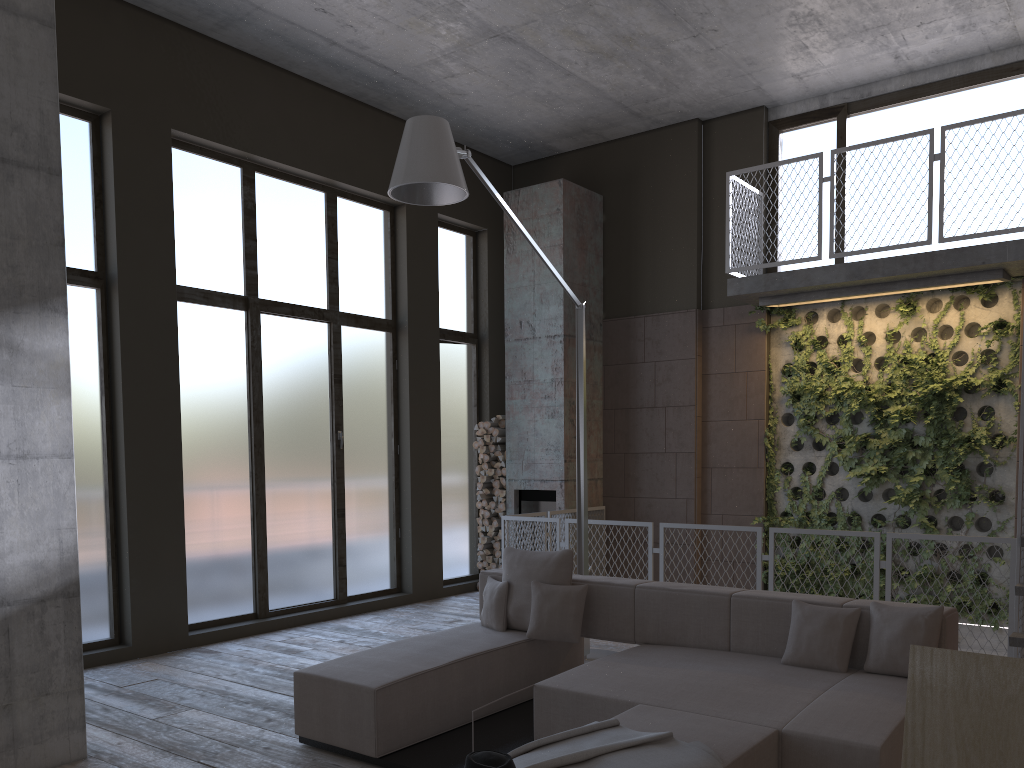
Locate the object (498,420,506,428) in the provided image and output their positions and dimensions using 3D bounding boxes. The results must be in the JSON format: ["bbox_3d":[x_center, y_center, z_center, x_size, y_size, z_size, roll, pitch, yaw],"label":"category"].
[{"bbox_3d":[-0.029,0.474,10.277,0.099,0.108,0.294,-1,-3,38],"label":"object"}]

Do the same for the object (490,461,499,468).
[{"bbox_3d":[-0.108,0.953,10.370,0.101,0.087,0.362,-1,-4,36],"label":"object"}]

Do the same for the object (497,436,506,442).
[{"bbox_3d":[-0.022,0.646,10.200,0.066,0.068,0.422,-1,-4,36],"label":"object"}]

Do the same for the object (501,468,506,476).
[{"bbox_3d":[0.045,1.018,10.235,0.091,0.092,0.437,-1,-4,36],"label":"object"}]

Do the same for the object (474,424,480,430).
[{"bbox_3d":[-0.290,0.513,10.378,0.067,0.069,0.423,-1,-4,36],"label":"object"}]

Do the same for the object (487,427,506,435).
[{"bbox_3d":[-0.136,0.551,10.239,0.104,0.084,0.362,-1,-4,36],"label":"object"}]

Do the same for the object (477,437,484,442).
[{"bbox_3d":[-0.263,0.656,10.388,0.066,0.087,0.425,0,-3,35],"label":"object"}]

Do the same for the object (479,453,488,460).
[{"bbox_3d":[-0.262,0.865,10.409,0.101,0.103,0.292,-1,-3,38],"label":"object"}]

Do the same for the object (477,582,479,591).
[{"bbox_3d":[-0.285,2.406,10.527,0.064,0.126,0.363,1,-2,36],"label":"object"}]

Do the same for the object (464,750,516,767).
[{"bbox_3d":[-0.078,1.297,2.885,0.302,0.169,0.298,-2,-3,25],"label":"object"}]

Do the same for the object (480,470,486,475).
[{"bbox_3d":[-0.224,1.052,10.424,0.067,0.067,0.422,-1,-4,36],"label":"object"}]

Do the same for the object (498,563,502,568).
[{"bbox_3d":[-0.017,2.125,10.363,0.067,0.071,0.423,-1,-4,36],"label":"object"}]

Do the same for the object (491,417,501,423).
[{"bbox_3d":[-0.114,0.435,10.268,0.065,0.073,0.359,0,-3,35],"label":"object"}]

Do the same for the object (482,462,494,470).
[{"bbox_3d":[-0.186,0.972,10.398,0.092,0.094,0.437,-1,-4,36],"label":"object"}]

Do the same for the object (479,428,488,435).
[{"bbox_3d":[-0.211,0.565,10.309,0.113,0.080,0.435,-2,-4,36],"label":"object"}]

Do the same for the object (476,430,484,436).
[{"bbox_3d":[-0.267,0.584,10.400,0.122,0.068,0.363,-3,-5,38],"label":"object"}]

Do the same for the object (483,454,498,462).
[{"bbox_3d":[-0.213,0.866,10.318,0.098,0.107,0.294,-1,-3,38],"label":"object"}]

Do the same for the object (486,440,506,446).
[{"bbox_3d":[-0.129,0.695,10.301,0.115,0.080,0.435,-2,-4,36],"label":"object"}]

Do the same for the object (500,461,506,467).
[{"bbox_3d":[0.016,0.929,10.238,0.071,0.073,0.422,-1,-4,36],"label":"object"}]

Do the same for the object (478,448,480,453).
[{"bbox_3d":[-0.255,0.785,10.375,0.067,0.067,0.422,-1,-4,36],"label":"object"}]

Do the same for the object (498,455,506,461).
[{"bbox_3d":[-0.013,0.875,10.247,0.066,0.085,0.425,0,-3,35],"label":"object"}]

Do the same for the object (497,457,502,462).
[{"bbox_3d":[-0.042,0.894,10.358,0.104,0.103,0.292,-1,-3,36],"label":"object"}]

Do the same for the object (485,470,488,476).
[{"bbox_3d":[-0.159,1.050,10.376,0.067,0.067,0.422,-1,-4,36],"label":"object"}]

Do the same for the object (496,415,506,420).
[{"bbox_3d":[-0.050,0.395,10.249,0.087,0.056,0.332,-2,-5,36],"label":"object"}]

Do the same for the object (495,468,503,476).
[{"bbox_3d":[-0.022,1.031,10.292,0.091,0.089,0.455,-1,-4,36],"label":"object"}]

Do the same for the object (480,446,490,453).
[{"bbox_3d":[-0.196,0.771,10.327,0.093,0.084,0.479,-1,-4,36],"label":"object"}]

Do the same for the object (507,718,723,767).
[{"bbox_3d":[0.039,1.575,3.030,1.595,0.505,1.045,2,-4,-34],"label":"object"}]

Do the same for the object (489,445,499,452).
[{"bbox_3d":[-0.103,0.757,10.289,0.091,0.089,0.455,-1,-4,35],"label":"object"}]

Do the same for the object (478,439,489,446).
[{"bbox_3d":[-0.226,0.694,10.337,0.091,0.090,0.455,-1,-4,36],"label":"object"}]

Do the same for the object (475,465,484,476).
[{"bbox_3d":[-0.298,1.026,10.432,0.064,0.126,0.363,1,-2,36],"label":"object"}]

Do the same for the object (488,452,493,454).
[{"bbox_3d":[-0.191,0.792,10.334,0.089,0.057,0.332,-2,-5,36],"label":"object"}]

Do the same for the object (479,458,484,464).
[{"bbox_3d":[-0.298,0.907,10.335,0.045,0.073,0.251,1,-3,36],"label":"object"}]

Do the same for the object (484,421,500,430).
[{"bbox_3d":[-0.201,0.492,10.241,0.104,0.103,0.292,-1,-3,36],"label":"object"}]

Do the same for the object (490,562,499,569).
[{"bbox_3d":[-0.090,2.137,10.383,0.091,0.089,0.455,-1,-4,35],"label":"object"}]

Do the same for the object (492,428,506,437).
[{"bbox_3d":[-0.059,0.568,10.214,0.093,0.093,0.437,-1,-4,36],"label":"object"}]

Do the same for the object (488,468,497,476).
[{"bbox_3d":[-0.100,1.035,10.327,0.093,0.084,0.479,-1,-4,36],"label":"object"}]

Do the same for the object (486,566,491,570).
[{"bbox_3d":[-0.179,2.172,10.428,0.089,0.057,0.332,-2,-5,36],"label":"object"}]

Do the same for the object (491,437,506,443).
[{"bbox_3d":[-0.086,0.651,10.249,0.067,0.067,0.422,-1,-4,36],"label":"object"}]

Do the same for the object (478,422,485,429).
[{"bbox_3d":[-0.222,0.496,10.362,0.091,0.091,0.455,-1,-4,35],"label":"object"}]

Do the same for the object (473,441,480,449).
[{"bbox_3d":[-0.293,0.724,10.394,0.091,0.092,0.437,-1,-4,36],"label":"object"}]

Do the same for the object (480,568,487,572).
[{"bbox_3d":[-0.250,2.245,10.504,0.101,0.103,0.292,-1,-3,38],"label":"object"}]
